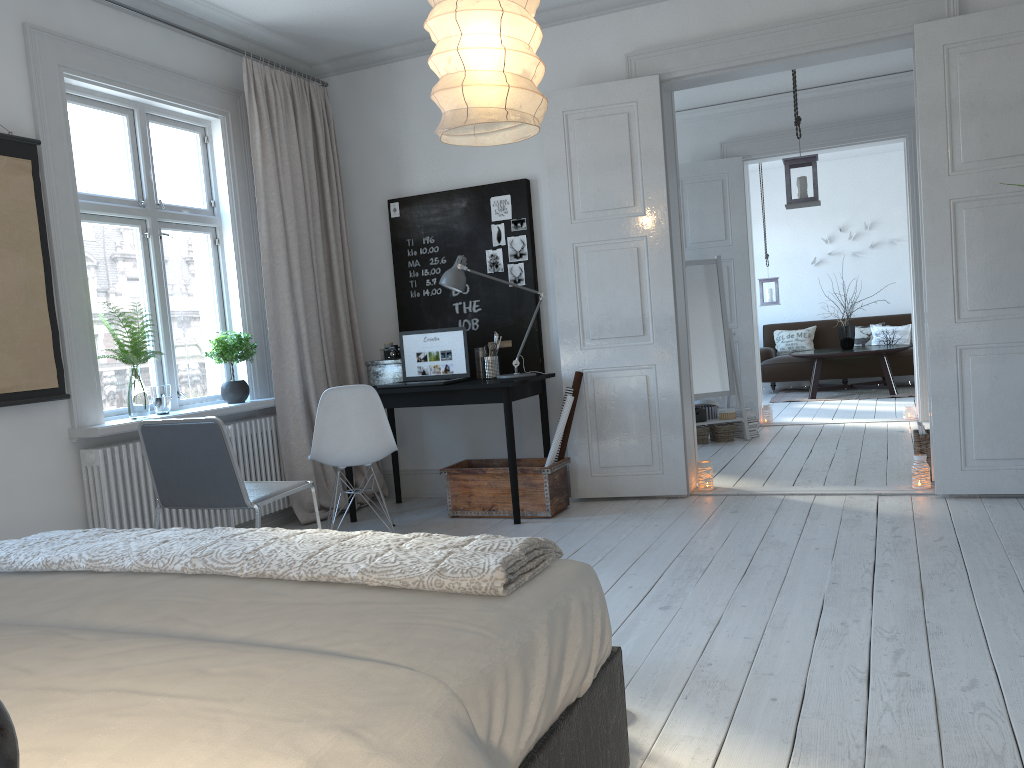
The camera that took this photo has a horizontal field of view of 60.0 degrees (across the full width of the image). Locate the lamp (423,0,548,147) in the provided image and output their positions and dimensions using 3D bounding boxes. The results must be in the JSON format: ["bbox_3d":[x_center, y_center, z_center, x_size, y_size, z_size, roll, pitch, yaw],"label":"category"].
[{"bbox_3d":[-0.106,-1.328,2.518,0.340,1.233,0.338,-8,5,-35],"label":"lamp"}]

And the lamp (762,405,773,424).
[{"bbox_3d":[2.289,0.270,7.939,0.089,0.166,0.089,-3,5,22],"label":"lamp"}]

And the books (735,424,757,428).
[{"bbox_3d":[1.901,0.343,7.280,0.128,0.022,0.167,-7,4,-33],"label":"books"}]

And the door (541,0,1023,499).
[{"bbox_3d":[1.546,-0.645,4.838,2.599,2.509,0.576,-3,5,23],"label":"door"}]

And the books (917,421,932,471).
[{"bbox_3d":[2.407,0.365,5.011,0.201,0.300,0.179,-3,5,23],"label":"books"}]

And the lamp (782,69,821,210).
[{"bbox_3d":[1.915,-2.091,5.983,0.228,1.764,0.228,-3,5,20],"label":"lamp"}]

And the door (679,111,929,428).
[{"bbox_3d":[2.718,-0.909,7.598,2.599,2.509,0.576,-3,5,23],"label":"door"}]

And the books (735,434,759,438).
[{"bbox_3d":[1.919,0.424,7.283,0.128,0.016,0.178,-7,4,-29],"label":"books"}]

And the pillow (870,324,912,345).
[{"bbox_3d":[4.506,-0.569,10.554,0.471,0.309,0.188,-3,5,24],"label":"pillow"}]

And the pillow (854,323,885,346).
[{"bbox_3d":[4.268,-0.551,10.739,0.473,0.348,0.158,-3,5,21],"label":"pillow"}]

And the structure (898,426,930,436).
[{"bbox_3d":[3.585,-1.002,6.628,1.247,2.831,0.800,-6,5,-22],"label":"structure"}]

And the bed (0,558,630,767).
[{"bbox_3d":[-0.945,0.504,1.299,1.889,1.048,2.173,-3,4,23],"label":"bed"}]

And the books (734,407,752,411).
[{"bbox_3d":[1.893,0.207,7.275,0.111,0.014,0.156,-5,3,3],"label":"books"}]

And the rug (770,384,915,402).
[{"bbox_3d":[3.856,0.079,10.079,1.711,0.055,1.454,-3,4,24],"label":"rug"}]

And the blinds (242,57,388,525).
[{"bbox_3d":[-1.150,-0.526,5.310,0.225,2.651,0.829,-3,5,23],"label":"blinds"}]

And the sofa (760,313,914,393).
[{"bbox_3d":[4.125,-0.383,10.744,2.166,0.826,0.967,-3,4,23],"label":"sofa"}]

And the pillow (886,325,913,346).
[{"bbox_3d":[4.735,-0.577,10.578,0.542,0.288,0.182,-3,4,24],"label":"pillow"}]

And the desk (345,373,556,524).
[{"bbox_3d":[-0.374,0.372,5.151,1.160,0.760,0.650,-3,4,23],"label":"desk"}]

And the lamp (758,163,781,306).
[{"bbox_3d":[2.936,-1.790,10.262,0.228,1.764,0.228,-3,5,20],"label":"lamp"}]

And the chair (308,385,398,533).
[{"bbox_3d":[-0.826,0.405,4.650,0.474,0.825,0.553,-6,4,-12],"label":"chair"}]

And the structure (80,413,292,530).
[{"bbox_3d":[-1.635,0.505,4.665,0.195,0.548,1.503,-3,4,23],"label":"structure"}]

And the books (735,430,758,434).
[{"bbox_3d":[1.911,0.391,7.278,0.128,0.016,0.180,-6,4,-22],"label":"books"}]

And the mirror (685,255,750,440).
[{"bbox_3d":[1.531,-0.280,7.164,0.610,1.491,0.416,-6,4,-12],"label":"mirror"}]

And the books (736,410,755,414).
[{"bbox_3d":[1.898,0.223,7.262,0.132,0.017,0.186,-5,3,-4],"label":"books"}]

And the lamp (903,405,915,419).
[{"bbox_3d":[3.348,0.239,7.475,0.093,0.110,0.093,-1,5,40],"label":"lamp"}]

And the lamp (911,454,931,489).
[{"bbox_3d":[2.177,0.469,4.722,0.093,0.180,0.092,-4,4,6],"label":"lamp"}]

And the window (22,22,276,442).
[{"bbox_3d":[-17.951,-0.886,0.151,26.553,15.041,25.601,-3,4,23],"label":"window"}]

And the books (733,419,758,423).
[{"bbox_3d":[1.909,0.299,7.273,0.128,0.016,0.178,-6,4,-24],"label":"books"}]

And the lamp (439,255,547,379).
[{"bbox_3d":[-0.094,-0.387,5.080,0.616,0.717,0.229,-5,4,-6],"label":"lamp"}]

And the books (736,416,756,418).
[{"bbox_3d":[1.901,0.266,7.268,0.128,0.016,0.180,-5,3,-6],"label":"books"}]

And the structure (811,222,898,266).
[{"bbox_3d":[4.250,-1.762,11.040,1.025,0.479,0.085,-3,5,23],"label":"structure"}]

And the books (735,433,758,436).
[{"bbox_3d":[1.913,0.407,7.282,0.128,0.016,0.176,-6,4,-26],"label":"books"}]

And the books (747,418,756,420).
[{"bbox_3d":[1.903,0.282,7.272,0.128,0.016,0.176,-5,4,-10],"label":"books"}]

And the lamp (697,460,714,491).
[{"bbox_3d":[1.125,0.533,5.163,0.089,0.166,0.089,-4,4,16],"label":"lamp"}]

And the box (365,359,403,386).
[{"bbox_3d":[-0.727,-0.075,5.439,0.317,0.152,0.192,-3,4,23],"label":"box"}]

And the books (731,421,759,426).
[{"bbox_3d":[1.908,0.319,7.267,0.128,0.022,0.193,-7,4,-34],"label":"books"}]

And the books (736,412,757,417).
[{"bbox_3d":[1.904,0.244,7.258,0.128,0.026,0.200,-5,3,-5],"label":"books"}]

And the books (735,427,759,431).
[{"bbox_3d":[1.909,0.363,7.275,0.132,0.017,0.186,-7,4,-30],"label":"books"}]

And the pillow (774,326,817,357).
[{"bbox_3d":[3.542,-0.524,11.093,0.519,0.367,0.238,-3,4,23],"label":"pillow"}]

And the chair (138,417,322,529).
[{"bbox_3d":[-1.144,0.506,3.651,0.562,0.798,0.524,-3,5,23],"label":"chair"}]
